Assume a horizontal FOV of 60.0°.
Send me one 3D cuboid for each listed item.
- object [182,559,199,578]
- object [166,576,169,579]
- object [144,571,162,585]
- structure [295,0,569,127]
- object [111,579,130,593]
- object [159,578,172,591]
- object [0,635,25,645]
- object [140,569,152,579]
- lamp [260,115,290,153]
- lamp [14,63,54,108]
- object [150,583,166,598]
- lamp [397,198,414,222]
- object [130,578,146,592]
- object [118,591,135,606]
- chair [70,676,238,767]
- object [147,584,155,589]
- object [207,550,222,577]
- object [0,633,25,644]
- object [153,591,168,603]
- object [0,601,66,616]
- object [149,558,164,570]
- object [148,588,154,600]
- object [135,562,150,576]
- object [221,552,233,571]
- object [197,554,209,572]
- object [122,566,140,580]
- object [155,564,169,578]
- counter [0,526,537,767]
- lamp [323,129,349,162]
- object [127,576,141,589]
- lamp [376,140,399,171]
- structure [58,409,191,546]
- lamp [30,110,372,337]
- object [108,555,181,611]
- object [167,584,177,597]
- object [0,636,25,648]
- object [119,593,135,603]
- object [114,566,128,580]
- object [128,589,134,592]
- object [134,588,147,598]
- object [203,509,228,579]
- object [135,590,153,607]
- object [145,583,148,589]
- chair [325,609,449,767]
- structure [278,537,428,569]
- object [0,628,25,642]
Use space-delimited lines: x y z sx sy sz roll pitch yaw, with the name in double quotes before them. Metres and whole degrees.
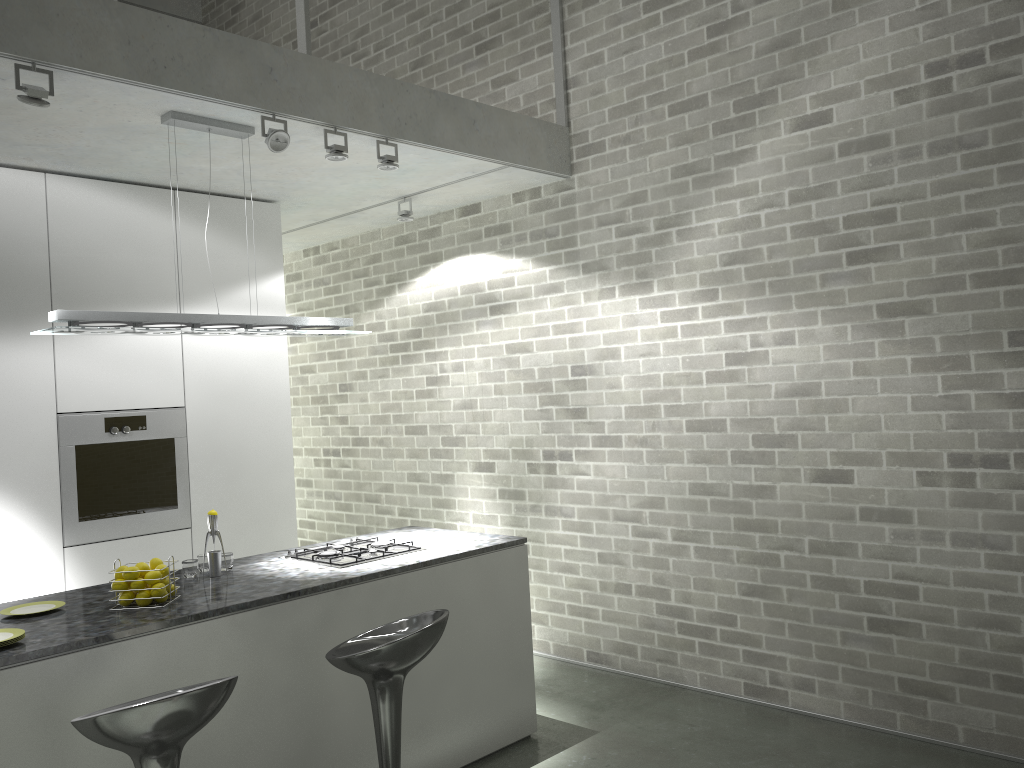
"object" -1.391 0.799 3.837 0.063 0.070 0.064 -3 -1 -9
"object" -1.349 0.749 3.418 0.053 0.054 0.061 -3 -1 -10
"object" -1.340 0.723 3.312 0.061 0.052 0.053 -3 -1 -43
"structure" -1.616 -1.946 3.435 0.070 0.972 5.560 -4 -1 44
"object" -1.452 0.749 3.290 0.063 0.051 0.053 -3 -1 2
"object" -1.321 0.761 3.366 0.051 0.055 0.061 -3 -1 13
"object" -1.679 0.827 2.834 0.216 0.017 0.217 -3 -1 -14
"object" -1.396 0.732 3.393 0.061 0.051 0.055 -3 -1 28
"lamp" -1.046 -1.110 3.943 0.098 0.154 0.131 -4 -1 44
"lamp" -1.749 -1.080 3.243 0.115 0.151 0.115 -3 -1 -4
"object" -1.316 0.768 3.296 0.052 0.054 0.061 -3 -1 11
"lamp" -0.691 -1.123 5.727 0.109 0.132 0.109 -3 -1 -4
"object" -1.391 0.747 3.299 0.052 0.053 0.062 -3 -1 5
"object" -1.430 0.795 3.290 0.052 0.057 0.060 -4 -1 35
"chair" -1.020 1.318 2.594 0.457 0.931 0.464 -3 -1 -32
"object" -1.351 0.759 3.356 0.062 0.053 0.051 -4 -1 42
"object" -1.280 0.775 3.822 0.060 0.106 0.060 -4 -1 37
"object" -1.679 0.822 2.834 0.216 0.017 0.217 -3 -1 -14
"object" -1.322 0.797 3.336 0.063 0.053 0.051 -4 -1 42
"object" -1.787 0.842 3.309 0.216 0.017 0.217 -3 -1 -21
"object" -1.372 0.701 3.422 0.059 0.060 0.050 -3 -1 33
"object" -1.374 0.802 3.397 0.050 0.055 0.061 -3 -1 -11
"object" -1.397 0.700 3.350 0.063 0.053 0.051 -4 -1 35
"object" -1.278 0.794 3.962 0.064 0.070 0.063 -3 -1 -39
"object" -1.371 0.799 3.965 0.063 0.070 0.064 -3 -1 -9
"object" -1.412 0.703 3.292 0.063 0.051 0.053 -3 -1 -9
"object" -1.329 0.711 3.369 0.051 0.053 0.063 -3 -1 -43
"counter" -1.739 1.327 3.109 0.900 0.960 4.400 -4 -1 44
"lamp" -0.832 -1.129 4.194 0.109 0.135 0.109 -3 -1 2
"object" -1.428 0.746 3.342 0.051 0.053 0.064 -4 -1 36
"lamp" -0.620 -1.138 4.417 0.109 0.135 0.109 -3 -1 2
"structure" -2.104 0.496 4.869 0.036 0.680 0.692 -4 -1 44
"lamp" -1.347 -0.707 4.013 0.290 0.964 1.490 -4 -1 44
"object" -1.389 0.742 3.358 0.207 0.174 0.189 -3 -1 -1
"object" -1.321 0.797 3.423 0.053 0.052 0.062 -3 -1 -17
"object" -1.678 0.832 2.834 0.216 0.017 0.217 -3 -1 -14
"object" -1.450 0.803 3.344 0.061 0.053 0.053 -3 -1 -14
"object" -1.458 0.710 3.319 0.057 0.060 0.052 -3 -1 22
"object" -1.459 0.803 3.404 0.053 0.053 0.061 -3 -1 -12
"object" -1.392 0.793 3.340 0.052 0.060 0.057 -4 -1 39
"object" -1.289 0.685 3.837 0.101 0.288 0.088 -3 -1 -16
"object" -1.370 0.797 3.303 0.064 0.063 0.074 -3 -1 -36
"object" -1.412 0.780 3.420 0.052 0.053 0.062 -3 -1 -19
"chair" -0.431 1.291 3.165 0.464 0.931 0.457 -3 -1 25
"structure" -0.749 0.784 4.178 0.500 0.038 0.500 -4 -1 44
"object" -1.679 0.818 2.834 0.216 0.017 0.217 -3 -1 -14
